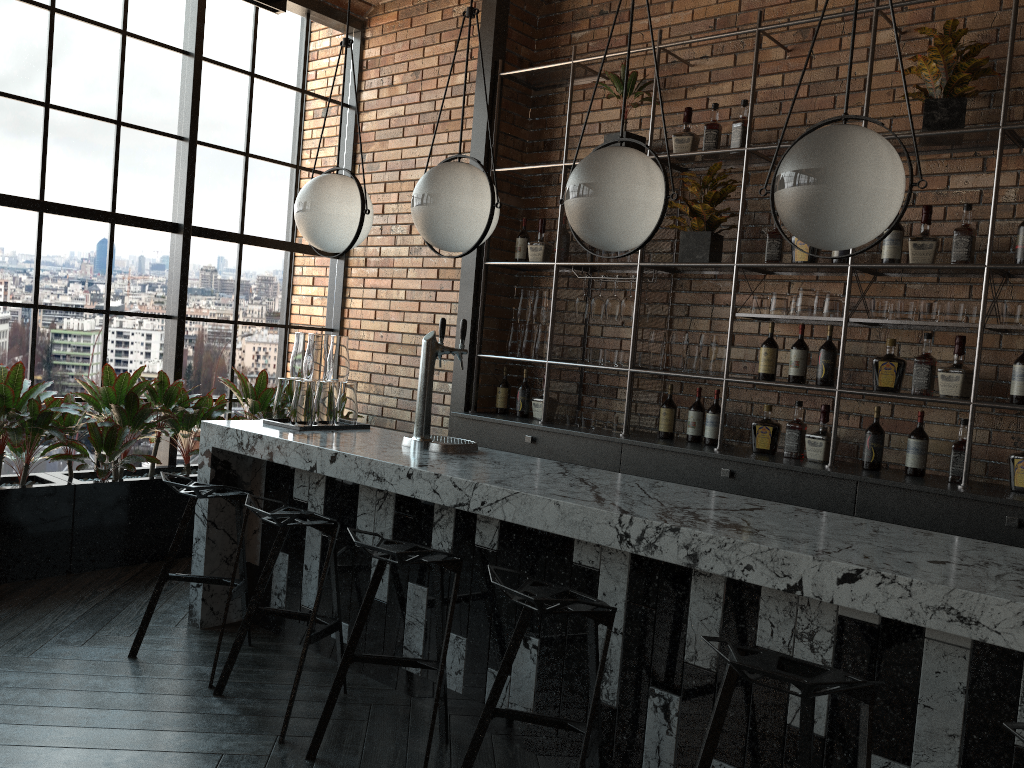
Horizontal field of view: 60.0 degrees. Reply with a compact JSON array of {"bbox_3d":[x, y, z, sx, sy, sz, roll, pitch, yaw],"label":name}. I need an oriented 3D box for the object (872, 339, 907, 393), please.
[{"bbox_3d":[1.733,-0.084,4.075,0.151,0.248,0.094,6,3,29],"label":"object"}]

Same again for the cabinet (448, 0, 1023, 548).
[{"bbox_3d":[1.069,-0.605,4.595,7.075,3.779,0.564,7,3,40],"label":"cabinet"}]

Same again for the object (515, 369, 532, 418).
[{"bbox_3d":[0.076,0.056,5.435,0.086,0.297,0.086,4,3,-16],"label":"object"}]

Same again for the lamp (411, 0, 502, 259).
[{"bbox_3d":[-0.160,-1.355,3.354,0.340,1.754,0.340,5,3,-4],"label":"lamp"}]

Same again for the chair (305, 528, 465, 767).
[{"bbox_3d":[-0.312,0.829,2.787,0.475,0.737,0.414,7,3,35],"label":"chair"}]

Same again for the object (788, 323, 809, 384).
[{"bbox_3d":[1.421,-0.150,4.381,0.086,0.298,0.086,5,3,-1],"label":"object"}]

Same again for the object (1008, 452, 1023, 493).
[{"bbox_3d":[2.160,0.333,3.706,0.094,0.248,0.151,2,3,-41],"label":"object"}]

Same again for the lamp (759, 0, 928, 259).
[{"bbox_3d":[0.955,-1.220,2.412,0.340,1.754,0.340,5,3,-4],"label":"lamp"}]

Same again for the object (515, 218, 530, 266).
[{"bbox_3d":[0.069,-0.888,5.537,0.086,0.298,0.086,5,3,-1],"label":"object"}]

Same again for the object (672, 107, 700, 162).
[{"bbox_3d":[0.940,-1.346,4.775,0.123,0.279,0.123,6,3,29],"label":"object"}]

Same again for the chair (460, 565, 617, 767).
[{"bbox_3d":[0.130,0.883,2.414,0.414,0.737,0.475,2,3,-40],"label":"chair"}]

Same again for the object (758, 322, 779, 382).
[{"bbox_3d":[1.293,-0.163,4.456,0.086,0.299,0.086,5,3,-1],"label":"object"}]

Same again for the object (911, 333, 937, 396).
[{"bbox_3d":[1.852,-0.087,3.975,0.083,0.282,0.083,7,3,40],"label":"object"}]

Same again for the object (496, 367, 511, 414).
[{"bbox_3d":[-0.050,0.040,5.582,0.086,0.299,0.086,5,3,-1],"label":"object"}]

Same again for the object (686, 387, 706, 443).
[{"bbox_3d":[0.988,0.163,4.739,0.086,0.298,0.086,5,3,-1],"label":"object"}]

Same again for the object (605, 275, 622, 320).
[{"bbox_3d":[0.567,-0.481,4.948,0.092,0.244,0.092,2,4,-44],"label":"object"}]

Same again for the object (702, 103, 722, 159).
[{"bbox_3d":[1.059,-1.334,4.672,0.083,0.282,0.083,6,3,25],"label":"object"}]

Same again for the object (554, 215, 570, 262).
[{"bbox_3d":[0.305,-0.858,5.301,0.086,0.299,0.086,5,3,-1],"label":"object"}]

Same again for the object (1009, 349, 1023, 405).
[{"bbox_3d":[2.156,-0.059,3.729,0.086,0.298,0.086,5,3,-1],"label":"object"}]

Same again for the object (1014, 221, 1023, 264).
[{"bbox_3d":[2.171,-0.632,3.724,0.086,0.299,0.086,5,3,-1],"label":"object"}]

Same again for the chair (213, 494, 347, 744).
[{"bbox_3d":[-0.740,0.777,3.149,0.414,0.737,0.475,2,4,-45],"label":"chair"}]

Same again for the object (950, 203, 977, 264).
[{"bbox_3d":[1.981,-0.646,3.880,0.083,0.282,0.083,7,3,40],"label":"object"}]

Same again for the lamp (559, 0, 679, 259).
[{"bbox_3d":[0.398,-1.287,2.883,0.340,1.754,0.340,5,3,-4],"label":"lamp"}]

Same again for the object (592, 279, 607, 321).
[{"bbox_3d":[0.514,-0.498,5.208,0.092,0.244,0.092,2,4,-44],"label":"object"}]

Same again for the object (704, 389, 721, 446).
[{"bbox_3d":[1.063,0.174,4.644,0.086,0.298,0.086,5,3,-1],"label":"object"}]

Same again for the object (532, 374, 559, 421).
[{"bbox_3d":[0.202,0.081,5.344,0.123,0.279,0.123,3,3,-36],"label":"object"}]

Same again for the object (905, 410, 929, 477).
[{"bbox_3d":[1.830,0.267,3.996,0.086,0.298,0.086,5,3,-1],"label":"object"}]

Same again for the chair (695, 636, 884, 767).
[{"bbox_3d":[0.617,0.942,2.002,0.475,0.737,0.414,7,3,35],"label":"chair"}]

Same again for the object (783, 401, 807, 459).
[{"bbox_3d":[1.396,0.223,4.353,0.083,0.282,0.083,7,3,40],"label":"object"}]

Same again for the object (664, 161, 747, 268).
[{"bbox_3d":[1.021,-0.882,4.657,0.425,0.526,0.430,3,3,-38],"label":"object"}]

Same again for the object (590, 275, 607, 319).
[{"bbox_3d":[0.492,-0.491,5.011,0.092,0.244,0.092,2,4,-44],"label":"object"}]

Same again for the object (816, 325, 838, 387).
[{"bbox_3d":[1.518,-0.136,4.262,0.086,0.297,0.086,5,3,-1],"label":"object"}]

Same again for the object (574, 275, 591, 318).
[{"bbox_3d":[0.408,-0.501,5.082,0.092,0.244,0.092,2,4,-44],"label":"object"}]

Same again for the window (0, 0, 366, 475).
[{"bbox_3d":[-6.425,-1.063,0.138,0.168,3.253,16.179,7,3,40],"label":"window"}]

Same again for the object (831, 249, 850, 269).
[{"bbox_3d":[1.582,-0.702,4.235,0.086,0.298,0.086,5,3,-1],"label":"object"}]

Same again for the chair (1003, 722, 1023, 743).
[{"bbox_3d":[1.088,0.999,1.604,0.414,0.737,0.475,2,4,-45],"label":"chair"}]

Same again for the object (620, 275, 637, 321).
[{"bbox_3d":[0.646,-0.472,4.881,0.092,0.244,0.092,2,4,-44],"label":"object"}]

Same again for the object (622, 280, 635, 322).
[{"bbox_3d":[0.673,-0.479,5.074,0.092,0.244,0.092,2,4,-44],"label":"object"}]

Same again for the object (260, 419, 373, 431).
[{"bbox_3d":[-0.887,0.182,4.046,0.273,0.019,0.437,7,3,40],"label":"object"}]

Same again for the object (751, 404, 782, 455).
[{"bbox_3d":[1.277,0.226,4.452,0.151,0.248,0.094,6,3,29],"label":"object"}]

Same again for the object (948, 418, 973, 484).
[{"bbox_3d":[1.963,0.291,3.873,0.083,0.282,0.083,6,3,25],"label":"object"}]

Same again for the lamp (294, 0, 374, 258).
[{"bbox_3d":[-0.717,-1.422,3.825,0.340,1.754,0.340,5,3,-4],"label":"lamp"}]

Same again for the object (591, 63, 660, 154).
[{"bbox_3d":[0.654,-1.520,5.051,0.377,0.554,0.422,6,3,28],"label":"object"}]

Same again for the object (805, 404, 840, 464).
[{"bbox_3d":[1.492,0.238,4.253,0.123,0.279,0.123,3,3,-36],"label":"object"}]

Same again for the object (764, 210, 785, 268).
[{"bbox_3d":[1.320,-0.726,4.438,0.083,0.282,0.083,6,3,25],"label":"object"}]

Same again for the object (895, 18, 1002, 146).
[{"bbox_3d":[1.942,-1.351,3.976,0.425,0.526,0.430,7,4,42],"label":"object"}]

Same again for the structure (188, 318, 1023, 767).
[{"bbox_3d":[1.283,0.608,2.898,5.346,1.430,1.930,7,3,40],"label":"structure"}]

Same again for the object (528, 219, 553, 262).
[{"bbox_3d":[0.175,-0.861,5.388,0.123,0.279,0.123,6,3,29],"label":"object"}]

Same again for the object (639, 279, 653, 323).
[{"bbox_3d":[0.752,-0.469,5.007,0.092,0.244,0.092,2,4,-44],"label":"object"}]

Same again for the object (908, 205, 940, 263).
[{"bbox_3d":[1.849,-0.658,3.973,0.123,0.279,0.123,6,3,29],"label":"object"}]

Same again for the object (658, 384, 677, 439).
[{"bbox_3d":[0.852,0.149,4.820,0.086,0.299,0.086,5,3,-1],"label":"object"}]

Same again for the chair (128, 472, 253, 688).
[{"bbox_3d":[-1.175,0.725,3.516,0.475,0.737,0.414,6,3,30],"label":"chair"}]

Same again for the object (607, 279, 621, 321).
[{"bbox_3d":[0.598,-0.488,5.137,0.092,0.244,0.092,2,4,-44],"label":"object"}]

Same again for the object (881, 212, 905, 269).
[{"bbox_3d":[1.756,-0.682,4.080,0.086,0.298,0.086,5,3,-1],"label":"object"}]

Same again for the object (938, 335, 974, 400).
[{"bbox_3d":[1.948,-0.073,3.876,0.123,0.279,0.123,3,3,-36],"label":"object"}]

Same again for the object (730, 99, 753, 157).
[{"bbox_3d":[1.185,-1.319,4.565,0.083,0.282,0.083,3,3,-35],"label":"object"}]

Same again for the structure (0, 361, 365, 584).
[{"bbox_3d":[-2.335,0.413,4.578,0.757,1.072,4.107,7,3,39],"label":"structure"}]

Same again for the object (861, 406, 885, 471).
[{"bbox_3d":[1.671,0.250,4.087,0.086,0.297,0.086,4,3,-16],"label":"object"}]

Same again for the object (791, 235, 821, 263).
[{"bbox_3d":[1.440,-0.693,4.335,0.151,0.248,0.094,7,4,44],"label":"object"}]
